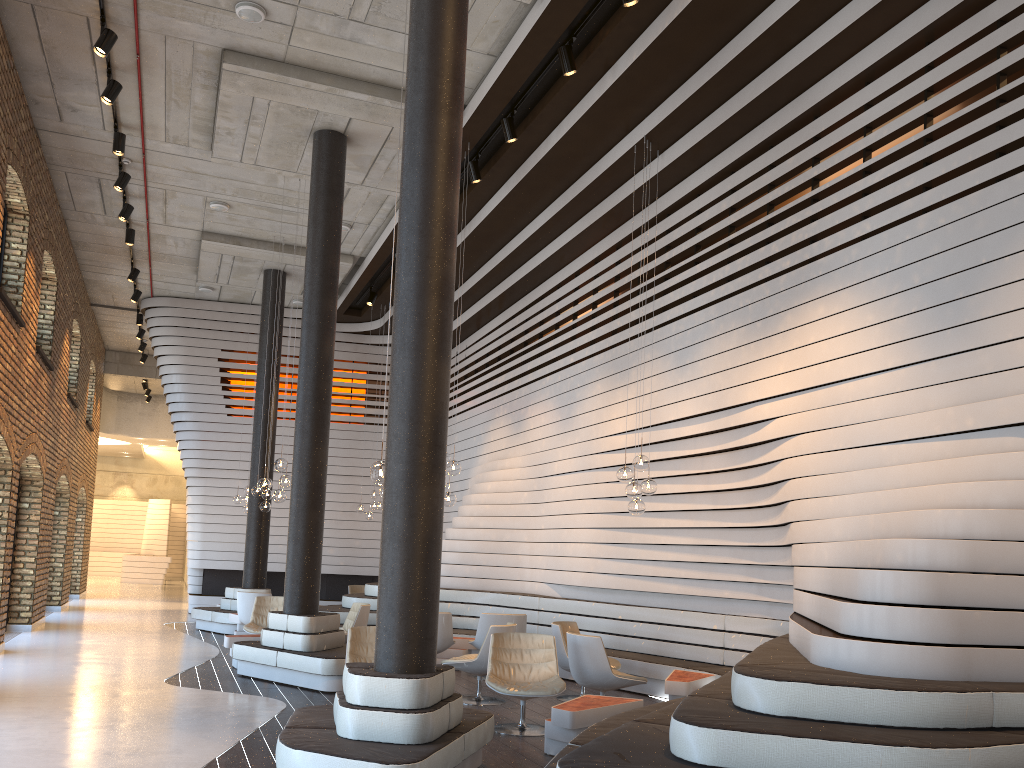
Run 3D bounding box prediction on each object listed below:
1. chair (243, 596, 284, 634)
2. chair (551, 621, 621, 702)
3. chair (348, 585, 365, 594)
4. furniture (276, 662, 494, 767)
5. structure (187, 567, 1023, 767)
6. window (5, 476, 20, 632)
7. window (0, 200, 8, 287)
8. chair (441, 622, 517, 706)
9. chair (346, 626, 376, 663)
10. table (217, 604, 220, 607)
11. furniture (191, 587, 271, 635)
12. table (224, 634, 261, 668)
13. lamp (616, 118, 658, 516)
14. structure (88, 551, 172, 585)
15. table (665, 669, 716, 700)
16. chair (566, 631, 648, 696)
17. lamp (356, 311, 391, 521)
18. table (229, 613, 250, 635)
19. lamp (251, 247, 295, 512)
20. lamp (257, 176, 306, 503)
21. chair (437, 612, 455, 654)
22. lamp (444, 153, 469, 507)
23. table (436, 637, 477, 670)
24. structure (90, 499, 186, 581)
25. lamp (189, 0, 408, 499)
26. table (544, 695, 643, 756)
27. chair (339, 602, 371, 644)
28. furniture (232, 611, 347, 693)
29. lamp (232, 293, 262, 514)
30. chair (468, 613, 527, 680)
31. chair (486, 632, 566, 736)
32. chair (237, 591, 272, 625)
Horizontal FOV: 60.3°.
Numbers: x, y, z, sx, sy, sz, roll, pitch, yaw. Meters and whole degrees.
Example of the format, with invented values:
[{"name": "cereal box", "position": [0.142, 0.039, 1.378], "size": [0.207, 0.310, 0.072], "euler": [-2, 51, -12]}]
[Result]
[{"name": "chair", "position": [-3.036, 3.092, 11.166], "size": [0.656, 0.758, 0.720], "euler": [3, -8, -3]}, {"name": "chair", "position": [0.745, 2.836, 9.004], "size": [0.713, 0.758, 0.662], "euler": [-1, -8, 23]}, {"name": "chair", "position": [-2.633, 4.043, 15.968], "size": [0.717, 0.758, 0.659], "euler": [-5, -10, 42]}, {"name": "furniture", "position": [-0.901, 2.095, 5.441], "size": [1.278, 0.714, 1.792], "euler": [0, -10, 14]}, {"name": "structure", "position": [-0.433, 3.177, 11.436], "size": [5.771, 0.917, 18.469], "euler": [7, -12, -24]}, {"name": "window", "position": [-10.895, 2.727, 15.589], "size": [12.971, 2.503, 2.195], "euler": [-6, -11, 39]}, {"name": "window", "position": [-5.680, -1.565, 9.524], "size": [0.125, 1.435, 1.592], "euler": [4, -8, -21]}, {"name": "chair", "position": [-0.322, 2.722, 8.660], "size": [0.713, 0.758, 0.662], "euler": [0, -8, 19]}, {"name": "chair", "position": [-1.071, 2.434, 7.346], "size": [0.656, 0.758, 0.720], "euler": [5, -8, -20]}, {"name": "table", "position": [-4.796, 4.060, 15.519], "size": [0.908, 0.366, 0.418], "euler": [12, -13, -43]}, {"name": "furniture", "position": [-4.516, 3.673, 14.366], "size": [1.274, 0.714, 1.797], "euler": [7, -11, -25]}, {"name": "table", "position": [-2.933, 3.134, 10.341], "size": [0.906, 0.366, 0.419], "euler": [8, -10, -28]}, {"name": "lamp", "position": [1.268, -1.037, 8.734], "size": [0.335, 4.664, 0.534], "euler": [-1, -6, 31]}, {"name": "structure", "position": [-13.387, 6.467, 31.178], "size": [2.559, 0.887, 7.577], "euler": [12, -14, -42]}, {"name": "table", "position": [1.685, 2.935, 8.281], "size": [0.414, 0.366, 0.916], "euler": [0, -10, 16]}, {"name": "chair", "position": [0.836, 2.641, 7.983], "size": [0.710, 0.758, 0.665], "euler": [5, -8, -21]}, {"name": "lamp", "position": [-2.485, 0.186, 16.251], "size": [0.545, 4.626, 0.296], "euler": [2, -5, 5]}, {"name": "table", "position": [-3.819, 3.670, 13.295], "size": [0.905, 0.366, 0.419], "euler": [5, -9, -13]}, {"name": "lamp", "position": [-3.591, -0.340, 13.506], "size": [0.277, 4.580, 0.547], "euler": [0, -6, 30]}, {"name": "lamp", "position": [-2.782, -0.840, 11.040], "size": [0.544, 4.626, 0.296], "euler": [6, -6, -36]}, {"name": "chair", "position": [-0.980, 2.976, 10.113], "size": [0.656, 0.758, 0.720], "euler": [3, -8, -1]}, {"name": "lamp", "position": [-0.658, -0.999, 9.793], "size": [0.309, 4.691, 0.669], "euler": [4, -5, -12]}, {"name": "table", "position": [-0.883, 3.356, 11.022], "size": [0.907, 0.366, 0.418], "euler": [0, -9, 12]}, {"name": "structure", "position": [-14.373, 5.852, 33.327], "size": [4.529, 2.833, 5.900], "euler": [6, -10, -20]}, {"name": "lamp", "position": [2.461, -2.096, 2.499], "size": [9.027, 4.561, 42.526], "euler": [6, -12, -20]}, {"name": "table", "position": [0.559, 2.551, 6.559], "size": [0.417, 0.366, 0.910], "euler": [-5, -12, 41]}, {"name": "chair", "position": [-2.092, 3.039, 10.684], "size": [0.710, 0.758, 0.665], "euler": [5, -8, -17]}, {"name": "furniture", "position": [-2.048, 2.847, 9.567], "size": [1.787, 0.714, 1.281], "euler": [-6, -13, 39]}, {"name": "lamp", "position": [-4.747, 0.069, 16.161], "size": [0.276, 4.580, 0.547], "euler": [0, -6, 28]}, {"name": "chair", "position": [-0.161, 3.054, 10.331], "size": [0.656, 0.758, 0.720], "euler": [4, -8, -13]}, {"name": "chair", "position": [0.103, 2.478, 7.309], "size": [0.656, 0.758, 0.720], "euler": [3, -8, -5]}, {"name": "chair", "position": [-3.589, 3.339, 12.564], "size": [0.658, 0.758, 0.718], "euler": [0, -8, 16]}]
